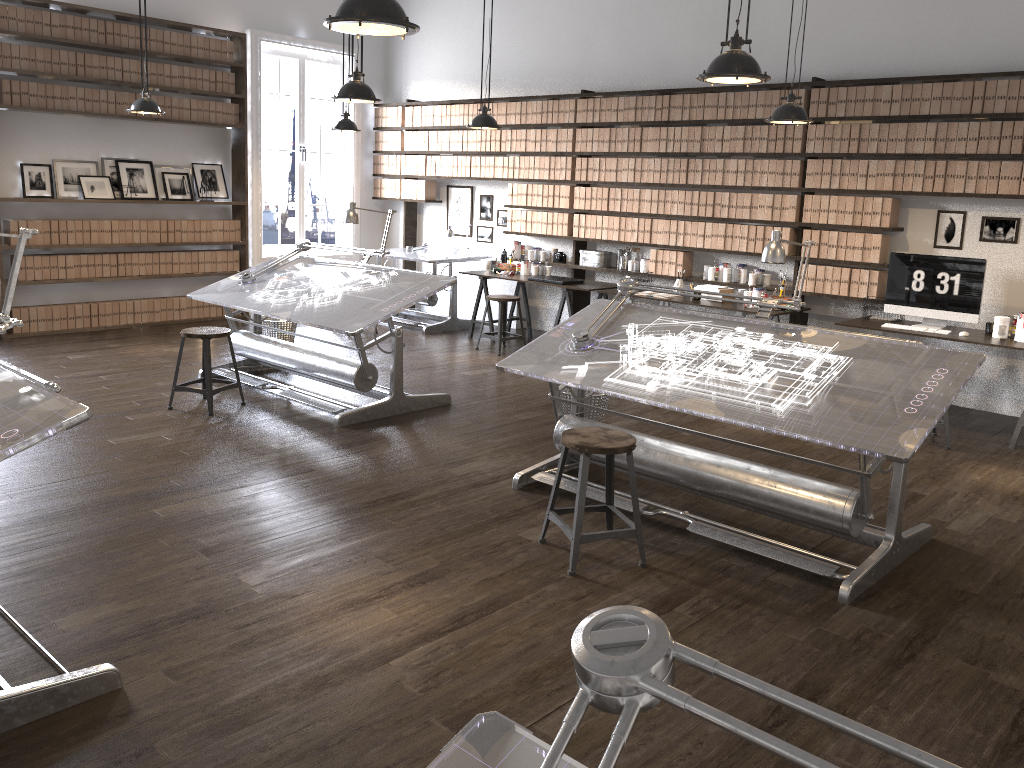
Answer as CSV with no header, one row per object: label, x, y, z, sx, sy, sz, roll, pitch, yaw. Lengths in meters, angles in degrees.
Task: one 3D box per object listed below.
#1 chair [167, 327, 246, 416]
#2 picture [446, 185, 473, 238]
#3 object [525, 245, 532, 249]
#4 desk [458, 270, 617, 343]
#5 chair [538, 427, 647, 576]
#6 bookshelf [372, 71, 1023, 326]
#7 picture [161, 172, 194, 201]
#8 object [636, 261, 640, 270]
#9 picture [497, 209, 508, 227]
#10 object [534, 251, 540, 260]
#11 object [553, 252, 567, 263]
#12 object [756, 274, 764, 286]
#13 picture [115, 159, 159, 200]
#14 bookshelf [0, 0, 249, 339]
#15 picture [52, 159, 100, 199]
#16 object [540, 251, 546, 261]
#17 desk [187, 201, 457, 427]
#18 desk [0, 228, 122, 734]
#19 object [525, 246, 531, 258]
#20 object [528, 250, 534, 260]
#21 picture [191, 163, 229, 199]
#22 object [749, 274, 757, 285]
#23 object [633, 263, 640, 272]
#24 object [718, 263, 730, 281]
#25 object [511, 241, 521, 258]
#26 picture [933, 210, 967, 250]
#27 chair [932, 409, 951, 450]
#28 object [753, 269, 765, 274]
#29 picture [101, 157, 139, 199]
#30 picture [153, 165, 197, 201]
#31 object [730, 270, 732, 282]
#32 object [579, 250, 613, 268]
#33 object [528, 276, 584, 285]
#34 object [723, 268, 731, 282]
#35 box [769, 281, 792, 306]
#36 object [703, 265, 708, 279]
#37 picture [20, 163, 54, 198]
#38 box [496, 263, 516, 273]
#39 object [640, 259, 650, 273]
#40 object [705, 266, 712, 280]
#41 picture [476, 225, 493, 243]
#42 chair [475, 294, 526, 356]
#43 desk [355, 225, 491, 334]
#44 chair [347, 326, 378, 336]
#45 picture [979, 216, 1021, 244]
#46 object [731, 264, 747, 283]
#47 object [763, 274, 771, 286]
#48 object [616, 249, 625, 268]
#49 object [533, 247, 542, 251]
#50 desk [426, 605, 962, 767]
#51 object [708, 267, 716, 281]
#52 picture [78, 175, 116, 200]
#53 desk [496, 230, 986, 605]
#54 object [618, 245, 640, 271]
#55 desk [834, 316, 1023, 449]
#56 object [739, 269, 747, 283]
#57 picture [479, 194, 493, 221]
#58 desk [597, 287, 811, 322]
chair,-2.026,-0.096,5.883,0.359,0.523,0.374,6,11,20
picture,-0.597,-1.973,10.105,0.417,0.570,0.040,12,14,42
object,0.170,-1.402,9.373,0.072,0.128,0.072,2,10,-1
desk,0.278,-0.705,8.710,1.677,0.663,0.658,13,16,41
chair,0.350,0.478,3.741,0.358,0.523,0.375,-1,11,-19
bookshelf,1.777,-1.025,7.906,9.226,3.179,0.375,13,15,41
picture,-3.458,-2.040,9.160,0.127,0.288,0.291,11,14,41
object,1.200,-1.117,8.384,0.062,0.092,0.064,3,11,4
picture,-0.068,-1.803,9.644,0.252,0.182,0.023,13,14,42
object,0.258,-1.323,9.137,0.063,0.092,0.063,8,12,27
object,0.471,-1.283,8.956,0.172,0.108,0.091,13,15,41
object,2.096,-0.881,7.486,0.062,0.094,0.064,-1,11,-16
picture,-3.739,-2.032,8.835,0.149,0.388,0.375,11,14,41
bookshelf,-3.843,-1.720,8.816,0.414,3.691,2.483,11,14,41
picture,-4.152,-1.953,8.465,0.083,0.362,0.417,11,14,41
object,0.319,-1.315,9.112,0.062,0.093,0.062,8,12,27
desk,-1.428,-0.648,6.482,2.292,1.374,1.081,13,15,41
desk,-2.093,0.143,2.806,2.080,1.374,1.081,13,15,41
object,0.167,-1.385,9.294,0.070,0.129,0.071,1,11,-10
object,0.198,-1.334,9.172,0.062,0.093,0.062,8,12,27
picture,-3.211,-2.160,9.428,0.161,0.361,0.344,11,14,41
object,2.030,-0.881,7.474,0.062,0.095,0.062,-1,11,-16
object,1.220,-1.103,8.344,0.181,0.092,0.062,-6,13,-33
object,1.856,-0.979,7.761,0.095,0.160,0.094,11,13,38
object,0.041,-1.411,9.306,0.107,0.175,0.108,12,14,43
picture,3.267,-1.150,6.605,0.202,0.282,0.022,12,14,41
chair,2.657,0.119,5.777,0.358,0.523,0.375,4,11,10
object,2.120,-0.920,7.608,0.094,0.128,0.095,8,12,29
picture,-3.862,-2.031,8.778,0.091,0.402,0.371,11,14,41
picture,-3.495,-2.079,9.173,0.096,0.358,0.435,11,14,41
object,1.911,-0.936,7.711,0.054,0.100,0.054,-4,12,-30
object,0.820,-1.230,8.689,0.318,0.151,0.193,13,16,41
object,0.415,-0.983,8.386,0.448,0.033,0.313,14,17,41
object,1.855,-0.936,7.643,0.062,0.118,0.062,4,11,10
box,2.183,-0.711,7.073,0.213,0.205,0.138,13,15,42
object,1.735,-0.992,7.871,0.062,0.118,0.062,1,10,-7
picture,-4.407,-1.885,8.224,0.058,0.312,0.268,11,14,41
box,-0.040,-1.190,9.095,0.213,0.082,0.138,13,16,41
object,1.246,-1.102,8.266,0.094,0.127,0.095,-7,14,-40
object,1.736,-0.977,7.805,0.063,0.117,0.063,1,10,-7
picture,-0.302,-1.671,9.881,0.252,0.182,0.023,13,14,42
chair,-0.090,-0.560,8.324,0.359,0.523,0.374,-6,14,-39
desk,-0.933,-1.206,9.737,1.275,1.088,1.075,13,15,41
chair,-1.604,-0.781,9.036,0.359,0.523,0.374,-6,14,-39
picture,3.512,-1.110,6.379,0.252,0.182,0.023,13,14,42
object,1.959,-0.957,7.683,0.095,0.160,0.206,12,15,43
object,2.163,-0.883,7.508,0.062,0.095,0.062,-1,11,-16
object,1.051,-1.211,8.596,0.079,0.186,0.079,6,11,21
object,0.264,-1.363,9.260,0.094,0.127,0.095,-1,11,-17
desk,0.493,0.834,0.179,2.080,1.374,1.081,13,15,41
object,1.747,-0.962,7.737,0.062,0.118,0.062,3,10,2
picture,-3.999,-1.891,8.535,0.145,0.227,0.301,12,15,41
desk,1.031,-0.051,4.255,2.080,1.374,1.081,13,15,41
object,1.104,-1.223,8.436,0.182,0.269,0.157,8,12,26
desk,3.143,-0.010,6.116,1.677,0.663,0.658,13,16,41
object,1.989,-0.925,7.615,0.062,0.118,0.062,4,11,10
picture,-0.282,-1.956,9.826,0.202,0.282,0.022,12,14,41
desk,1.572,-0.391,7.538,1.677,0.663,0.658,13,16,41
